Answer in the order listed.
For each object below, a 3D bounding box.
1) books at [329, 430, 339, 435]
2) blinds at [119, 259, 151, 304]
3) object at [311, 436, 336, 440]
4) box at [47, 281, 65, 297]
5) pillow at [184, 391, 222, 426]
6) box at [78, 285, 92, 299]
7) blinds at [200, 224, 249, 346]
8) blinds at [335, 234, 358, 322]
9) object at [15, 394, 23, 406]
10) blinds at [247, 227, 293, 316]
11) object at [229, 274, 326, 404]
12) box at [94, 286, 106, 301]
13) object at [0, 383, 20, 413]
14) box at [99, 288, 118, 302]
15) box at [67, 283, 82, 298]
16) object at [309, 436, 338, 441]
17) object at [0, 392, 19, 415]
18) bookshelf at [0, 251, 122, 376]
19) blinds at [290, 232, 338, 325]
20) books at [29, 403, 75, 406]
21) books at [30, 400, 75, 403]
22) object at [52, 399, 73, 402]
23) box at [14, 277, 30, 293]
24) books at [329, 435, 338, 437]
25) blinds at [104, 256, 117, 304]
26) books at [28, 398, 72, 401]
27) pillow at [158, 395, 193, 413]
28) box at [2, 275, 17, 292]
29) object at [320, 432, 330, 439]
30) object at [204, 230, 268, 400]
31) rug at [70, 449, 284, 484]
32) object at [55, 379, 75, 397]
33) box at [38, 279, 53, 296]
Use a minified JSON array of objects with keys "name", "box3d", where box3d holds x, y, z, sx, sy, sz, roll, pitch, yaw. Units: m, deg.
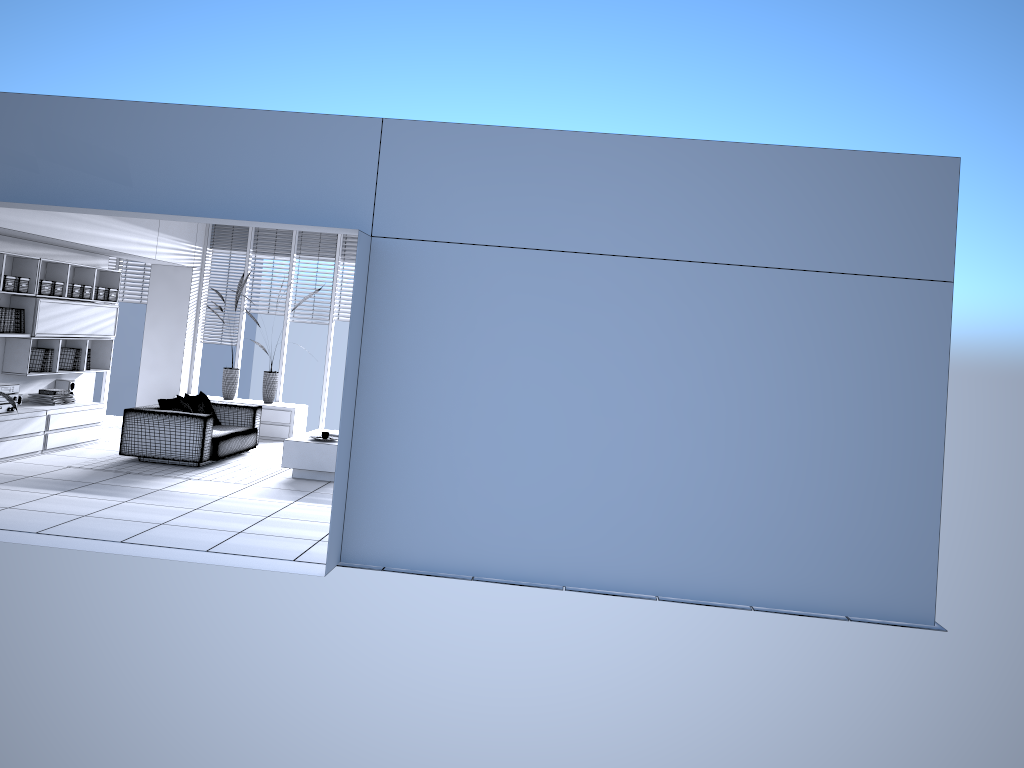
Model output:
[{"name":"books","box3d":[-1.890,0.543,9.753,0.285,0.008,0.414,5,3,5]},{"name":"blinds","box3d":[-5.322,-1.848,12.783,0.637,1.384,0.038,5,-4,4]},{"name":"object","box3d":[-1.952,0.566,9.166,0.216,0.012,0.215,3,4,-40]},{"name":"box","box3d":[-5.114,-1.055,9.697,0.281,0.163,0.174,5,0,4]},{"name":"pillow","box3d":[-3.573,0.295,10.167,0.300,0.400,0.565,5,1,1]},{"name":"box","box3d":[-5.074,-1.080,10.267,0.281,0.163,0.178,5,0,4]},{"name":"blinds","box3d":[-4.090,-1.505,12.642,0.637,1.892,0.057,5,-4,4]},{"name":"blinds","box3d":[-2.151,-1.560,12.514,0.637,1.384,0.038,5,-4,4]},{"name":"object","box3d":[-5.304,0.171,9.227,0.177,0.119,0.328,5,2,4]},{"name":"blinds","box3d":[-3.432,-1.675,12.609,0.637,1.372,0.050,5,-4,4]},{"name":"object","box3d":[-3.305,-0.664,11.936,1.550,1.874,0.689,5,-3,-1]},{"name":"box","box3d":[-5.053,-1.093,10.568,0.281,0.163,0.178,5,0,4]},{"name":"object","box3d":[-5.118,0.135,8.634,0.347,0.270,0.429,5,1,4]},{"name":"box","box3d":[-5.034,-1.104,10.836,0.281,0.163,0.216,5,1,4]},{"name":"box","box3d":[-5.089,-1.070,10.044,0.281,0.163,0.178,5,0,4]},{"name":"object","box3d":[-1.952,0.572,9.169,0.331,0.024,0.327,7,3,34]},{"name":"object","box3d":[-4.823,-0.017,7.968,1.179,1.593,0.248,4,-3,36]},{"name":"bookshelf","box3d":[-5.155,-0.732,9.562,0.328,1.255,2.812,5,2,4]},{"name":"blinds","box3d":[-2.799,-1.536,12.555,0.637,1.363,0.057,5,-4,4]},{"name":"books","box3d":[-5.123,0.214,9.834,0.285,0.008,0.414,5,3,5]},{"name":"books","box3d":[-5.118,0.185,9.835,0.285,0.008,0.414,5,3,5]},{"name":"object","box3d":[-5.125,0.166,9.826,0.285,0.008,0.414,5,3,5]},{"name":"box","box3d":[-5.156,-1.029,9.083,0.281,0.163,0.178,5,0,4]},{"name":"books","box3d":[-1.891,0.558,9.763,0.285,0.008,0.414,5,3,5]},{"name":"blinds","box3d":[-5.980,-1.679,12.817,0.637,1.912,0.038,5,-4,4]},{"name":"books","box3d":[-5.122,0.165,9.803,0.285,0.008,0.414,5,3,5]},{"name":"pillow","box3d":[-3.615,0.342,9.588,0.340,0.390,0.566,5,1,1]},{"name":"box","box3d":[-5.172,-1.019,8.858,0.281,0.163,0.174,5,0,4]},{"name":"object","box3d":[-1.947,0.536,9.168,0.096,0.070,0.084,5,0,-15]},{"name":"object","box3d":[-3.756,-1.286,12.335,1.431,3.002,0.490,3,-4,33]},{"name":"rug","box3d":[-3.357,0.832,9.614,1.799,0.001,2.228,5,3,4]},{"name":"object","box3d":[-5.225,0.070,10.298,0.177,0.233,0.118,5,-2,4]},{"name":"box","box3d":[-5.129,-1.045,9.470,0.281,0.163,0.211,5,0,4]}]
